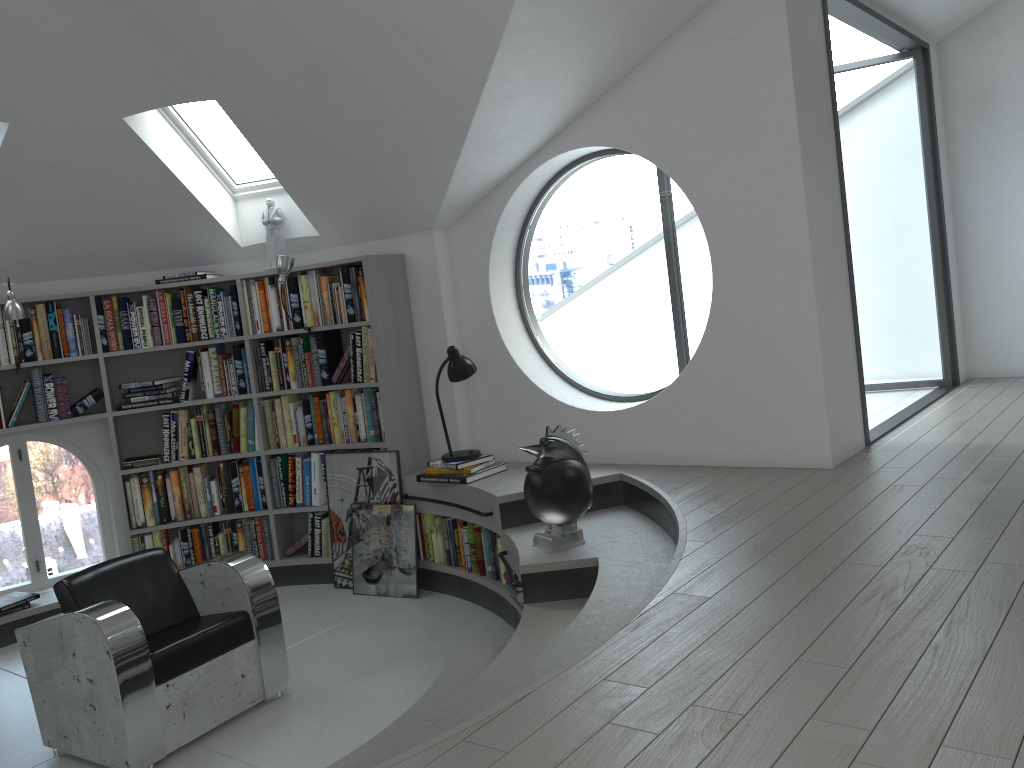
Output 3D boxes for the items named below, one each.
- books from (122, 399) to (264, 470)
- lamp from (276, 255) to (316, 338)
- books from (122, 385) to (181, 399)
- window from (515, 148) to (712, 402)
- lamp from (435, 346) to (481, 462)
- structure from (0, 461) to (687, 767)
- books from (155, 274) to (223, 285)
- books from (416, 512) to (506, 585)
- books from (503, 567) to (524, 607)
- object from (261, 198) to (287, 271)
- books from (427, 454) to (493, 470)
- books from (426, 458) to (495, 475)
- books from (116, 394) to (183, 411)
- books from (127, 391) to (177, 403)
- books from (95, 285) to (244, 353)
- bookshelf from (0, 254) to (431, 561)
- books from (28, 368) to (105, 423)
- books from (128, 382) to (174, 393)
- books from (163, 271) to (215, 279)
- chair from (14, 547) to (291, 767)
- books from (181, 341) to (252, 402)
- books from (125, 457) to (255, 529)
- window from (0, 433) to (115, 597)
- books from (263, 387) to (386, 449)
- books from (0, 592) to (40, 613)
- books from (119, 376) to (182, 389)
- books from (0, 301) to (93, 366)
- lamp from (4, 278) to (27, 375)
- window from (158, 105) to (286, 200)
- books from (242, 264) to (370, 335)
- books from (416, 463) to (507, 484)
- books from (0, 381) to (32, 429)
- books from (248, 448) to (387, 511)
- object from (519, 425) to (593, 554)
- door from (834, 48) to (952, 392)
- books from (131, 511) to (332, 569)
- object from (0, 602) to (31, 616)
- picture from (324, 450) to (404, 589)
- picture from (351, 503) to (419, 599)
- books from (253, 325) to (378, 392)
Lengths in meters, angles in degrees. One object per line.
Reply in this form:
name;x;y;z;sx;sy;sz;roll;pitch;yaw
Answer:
books;-2.071;0.312;5.861;0.974;0.351;0.252;-8;4;-9
lamp;-1.321;-0.537;5.491;0.112;0.524;0.276;-5;4;29
books;-2.381;0.053;5.864;0.286;0.031;0.270;-7;5;-1
window;0.628;-0.626;5.181;1.469;1.467;0.104;-3;5;39
lamp;-0.317;0.105;5.178;0.323;0.659;0.233;-10;5;-36
structure;-1.545;1.168;3.825;4.711;0.692;4.717;-8;5;-6
books;-2.135;-0.688;5.878;0.336;0.036;0.317;-7;5;1
books;-0.229;0.911;5.121;0.273;0.297;1.146;-10;6;-37
books;0.135;1.014;4.246;0.240;0.167;0.666;-8;5;-10
object;-1.542;-0.969;5.742;0.179;0.472;0.179;-10;5;-42
books;-0.302;0.450;5.175;0.270;0.031;0.285;-12;7;-41
books;-0.298;0.482;5.177;0.304;0.034;0.287;-4;6;29
books;-2.373;0.116;5.868;0.388;0.042;0.366;-8;5;-11
books;-2.377;0.084;5.866;0.286;0.031;0.269;-9;5;-16
books;-2.232;-0.441;5.817;0.970;0.367;0.306;-8;4;-8
bookshelf;-2.713;0.462;4.637;2.106;1.877;4.346;-3;6;39
books;-2.813;0.044;5.628;0.400;0.340;0.224;-10;5;-31
books;-2.384;0.022;5.863;0.226;0.036;0.214;-7;5;-1
books;-2.139;-0.716;5.877;0.247;0.027;0.234;-6;5;11
chair;-1.586;1.156;3.945;0.740;0.718;0.825;-4;5;33
books;-1.929;-0.094;5.893;0.553;0.350;0.256;-7;4;-5
books;-2.110;0.700;5.882;0.872;0.350;0.272;-8;4;-10
window;-3.643;0.987;4.795;0.616;1.148;3.241;-5;5;25
books;-1.145;0.211;5.748;1.019;0.347;0.276;-5;5;24
books;-3.098;1.339;5.436;0.253;0.029;0.269;-4;6;29
books;-2.388;-0.009;5.861;0.285;0.031;0.270;-5;6;19
books;-3.296;-0.255;5.228;0.393;0.366;1.570;-3;7;44
lamp;-2.958;-0.332;5.228;0.113;0.565;0.357;-11;5;-44
window;-2.930;-1.290;4.529;1.930;0.712;4.067;-3;7;39
books;-1.256;-0.547;5.702;1.013;0.361;0.293;-5;5;21
books;-0.294;0.518;5.180;0.387;0.042;0.366;-3;7;39
books;-3.591;0.250;4.478;0.590;0.370;2.536;-5;5;19
books;-1.167;0.596;5.785;1.183;0.358;0.304;-5;5;20
object;0.212;0.469;4.111;0.320;0.561;0.321;-6;4;12
door;2.490;-1.113;6.408;1.050;2.342;0.080;-5;4;24
books;-1.781;1.028;5.889;1.497;0.310;0.360;-7;5;1
object;-3.094;1.369;5.438;0.227;0.036;0.213;-11;6;-34
picture;-0.907;0.849;5.510;0.578;0.861;0.091;-5;4;29
picture;-0.775;1.007;5.374;0.489;0.554;0.107;-5;4;29
books;-1.200;-0.168;5.721;1.051;0.357;0.280;-5;5;24
